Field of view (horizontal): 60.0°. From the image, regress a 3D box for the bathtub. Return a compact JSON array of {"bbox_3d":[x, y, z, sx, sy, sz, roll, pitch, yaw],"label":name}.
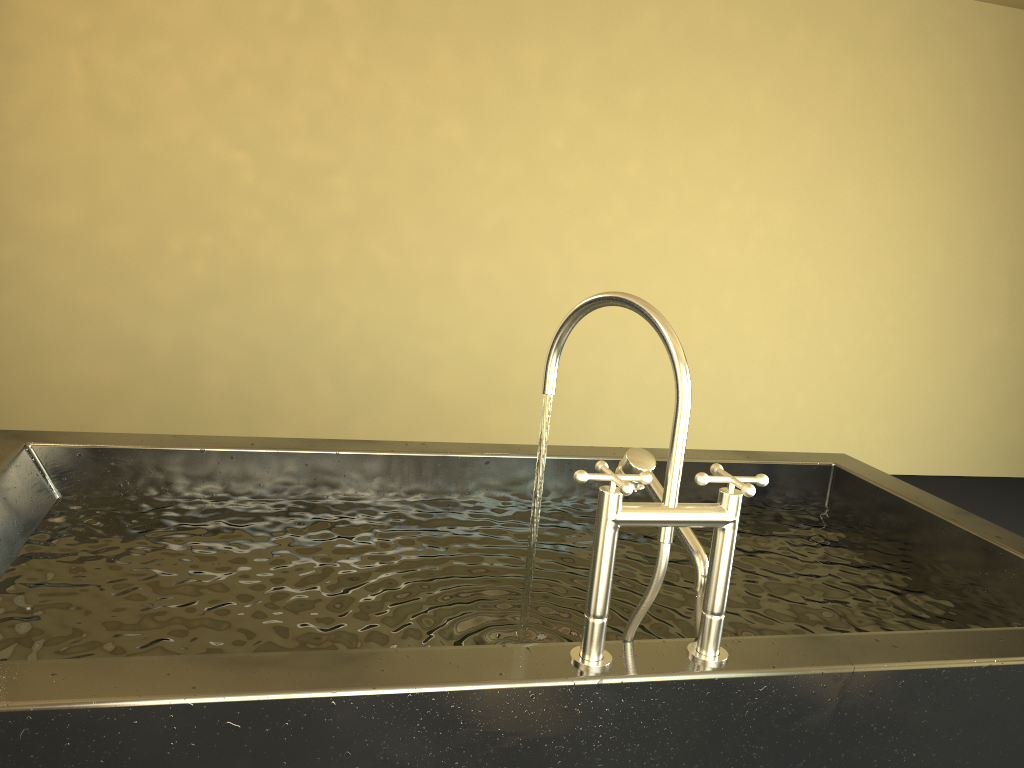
[{"bbox_3d":[-0.014,0.369,1.615,2.131,1.159,1.071,3,11,-15],"label":"bathtub"}]
